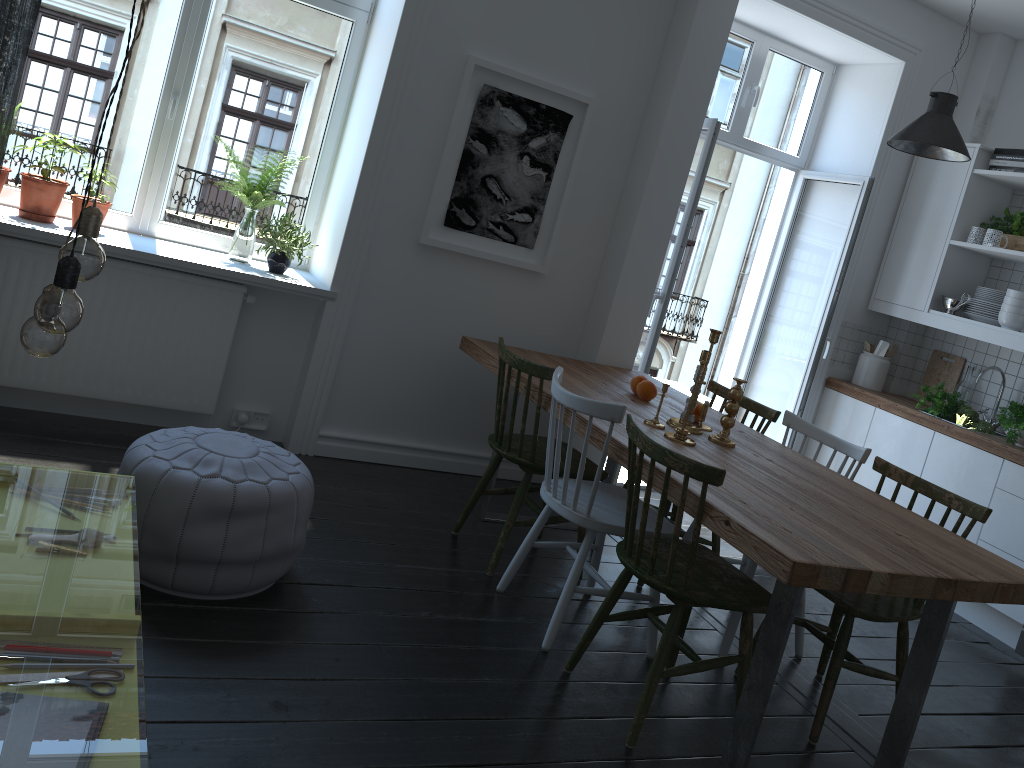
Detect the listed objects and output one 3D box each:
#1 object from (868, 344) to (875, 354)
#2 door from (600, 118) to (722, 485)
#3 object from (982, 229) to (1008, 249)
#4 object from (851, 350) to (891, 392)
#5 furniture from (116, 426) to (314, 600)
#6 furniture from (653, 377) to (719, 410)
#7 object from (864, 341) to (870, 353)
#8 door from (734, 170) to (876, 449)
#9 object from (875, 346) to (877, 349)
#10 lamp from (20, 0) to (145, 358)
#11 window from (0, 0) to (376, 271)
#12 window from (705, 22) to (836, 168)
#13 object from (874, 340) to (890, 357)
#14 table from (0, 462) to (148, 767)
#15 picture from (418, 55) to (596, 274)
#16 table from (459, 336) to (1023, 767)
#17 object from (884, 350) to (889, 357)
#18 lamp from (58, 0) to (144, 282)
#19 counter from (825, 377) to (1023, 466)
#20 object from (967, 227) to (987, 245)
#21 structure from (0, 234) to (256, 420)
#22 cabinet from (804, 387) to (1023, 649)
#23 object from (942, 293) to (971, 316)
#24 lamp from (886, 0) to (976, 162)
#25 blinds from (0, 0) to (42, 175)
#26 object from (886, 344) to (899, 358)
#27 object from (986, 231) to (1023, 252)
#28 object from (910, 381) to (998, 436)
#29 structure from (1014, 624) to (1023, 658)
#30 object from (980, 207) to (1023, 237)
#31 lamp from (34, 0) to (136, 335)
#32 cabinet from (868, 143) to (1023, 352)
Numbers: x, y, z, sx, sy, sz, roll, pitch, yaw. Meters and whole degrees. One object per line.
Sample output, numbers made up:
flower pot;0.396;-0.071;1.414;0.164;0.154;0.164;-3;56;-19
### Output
object;2.139;-0.113;5.290;0.061;0.249;0.118;16;6;2
door;0.683;-0.481;4.864;0.104;2.007;0.597;14;5;-21
object;2.611;-0.779;4.760;0.082;0.099;0.111;10;9;-37
object;2.150;-0.079;5.266;0.172;0.206;0.178;13;8;-22
furniture;-0.945;0.387;2.796;0.608;0.415;0.625;10;10;-32
furniture;1.272;0.257;6.520;0.396;0.370;0.943;12;11;-27
object;2.117;-0.124;5.285;0.055;0.260;0.148;19;7;38
door;1.674;-0.303;5.355;0.103;2.007;0.598;13;6;-33
object;2.186;-0.099;5.287;0.033;0.247;0.121;13;6;-27
lamp;-0.637;-0.759;1.513;0.089;1.483;0.075;15;4;-3
window;-1.439;-1.629;3.975;1.552;1.968;0.109;12;5;-26
window;1.425;-1.758;5.261;1.168;0.651;0.108;11;6;-26
object;2.170;-0.121;5.268;0.066;0.287;0.139;19;7;36
table;-1.022;0.587;1.563;0.594;0.395;1.435;11;11;-27
picture;-0.022;-1.032;4.220;0.680;0.879;0.085;12;5;-26
table;0.567;0.516;3.314;1.008;0.708;2.281;11;11;-27
object;2.202;-0.088;5.258;0.051;0.245;0.114;18;6;27
lamp;-0.560;-0.892;1.480;0.075;1.483;0.074;17;5;20
counter;2.592;0.449;3.956;0.838;0.073;3.175;10;12;-26
object;2.575;-0.812;4.878;0.084;0.099;0.108;20;9;32
structure;-1.669;-0.211;3.686;1.054;0.622;0.075;11;6;-26
cabinet;2.531;0.872;4.007;0.723;0.804;3.255;13;11;-19
object;2.439;-0.445;4.851;0.101;0.133;0.214;14;9;-15
lamp;1.511;-1.167;5.330;0.487;2.484;2.764;13;8;-27
blinds;-2.089;-1.354;3.033;0.796;2.945;0.114;13;5;-28
object;2.209;-0.108;5.248;0.133;0.293;0.056;21;7;43
object;2.769;-0.749;4.820;0.151;0.102;0.402;11;11;-27
object;2.358;0.161;4.695;0.478;0.304;0.281;22;10;36
structure;2.724;0.892;3.640;0.714;1.009;0.716;12;7;-27
object;2.762;-0.853;4.881;0.162;0.251;0.355;11;10;-36
lamp;-0.565;-0.797;1.423;0.075;1.483;0.086;18;5;24
cabinet;2.841;0.219;3.651;0.772;2.344;3.879;13;9;-23
